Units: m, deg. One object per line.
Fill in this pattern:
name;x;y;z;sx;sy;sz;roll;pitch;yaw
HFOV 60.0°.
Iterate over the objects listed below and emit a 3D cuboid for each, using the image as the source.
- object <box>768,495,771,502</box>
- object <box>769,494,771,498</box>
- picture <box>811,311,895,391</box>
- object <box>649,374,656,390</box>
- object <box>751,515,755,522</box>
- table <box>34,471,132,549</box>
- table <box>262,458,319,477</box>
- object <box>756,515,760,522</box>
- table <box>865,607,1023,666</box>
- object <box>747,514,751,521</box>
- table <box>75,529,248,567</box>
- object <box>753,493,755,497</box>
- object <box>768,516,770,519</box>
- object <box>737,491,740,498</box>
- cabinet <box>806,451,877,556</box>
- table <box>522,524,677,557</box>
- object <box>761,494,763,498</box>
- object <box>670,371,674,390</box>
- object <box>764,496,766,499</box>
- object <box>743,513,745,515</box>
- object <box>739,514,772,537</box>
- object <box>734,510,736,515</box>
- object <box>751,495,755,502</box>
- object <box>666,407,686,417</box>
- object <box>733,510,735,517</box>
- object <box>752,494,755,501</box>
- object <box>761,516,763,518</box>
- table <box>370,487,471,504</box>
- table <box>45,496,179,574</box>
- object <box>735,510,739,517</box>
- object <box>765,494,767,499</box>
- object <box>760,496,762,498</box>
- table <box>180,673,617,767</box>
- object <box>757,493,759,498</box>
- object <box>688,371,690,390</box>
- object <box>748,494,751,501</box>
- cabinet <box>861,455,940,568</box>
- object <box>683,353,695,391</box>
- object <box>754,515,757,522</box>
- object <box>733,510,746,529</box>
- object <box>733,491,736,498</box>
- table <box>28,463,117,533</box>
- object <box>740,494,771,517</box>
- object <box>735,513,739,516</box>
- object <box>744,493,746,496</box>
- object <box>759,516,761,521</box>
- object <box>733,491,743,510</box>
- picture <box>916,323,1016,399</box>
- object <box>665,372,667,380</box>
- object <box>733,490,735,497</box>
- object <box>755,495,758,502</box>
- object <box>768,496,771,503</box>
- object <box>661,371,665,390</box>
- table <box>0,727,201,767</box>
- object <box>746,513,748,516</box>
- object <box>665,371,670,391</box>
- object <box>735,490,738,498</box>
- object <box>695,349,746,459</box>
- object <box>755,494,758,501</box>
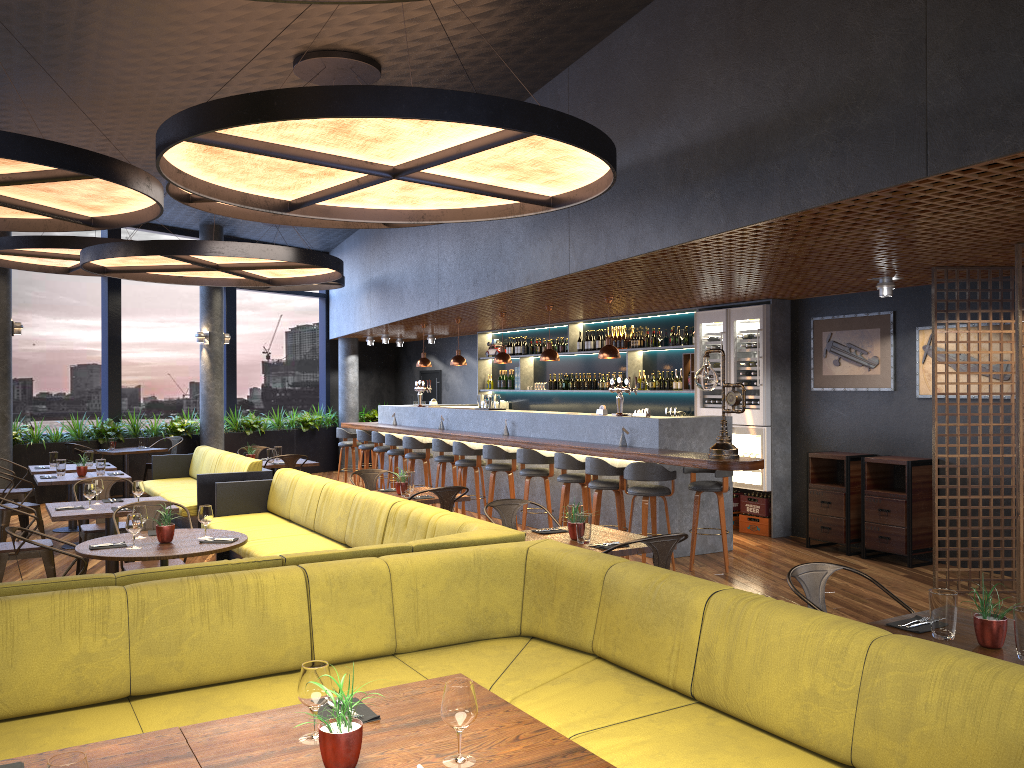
object;2.981;1.389;10.267;0.056;0.205;0.056;0;0;35
object;3.017;1.389;10.356;0.056;0.205;0.057;0;0;-15
picture;3.598;-0.333;9.424;0.028;0.809;1.039;0;0;-31
object;1.895;-0.025;11.926;0.088;0.224;0.088;0;0;29
object;2.797;1.615;10.292;0.056;0.205;0.056;0;0;15
table;-4.693;1.386;9.678;0.887;0.763;0.906;0;0;-31
table;-3.054;1.382;11.393;0.906;0.763;0.887;0;0;-31
object;2.840;1.615;10.241;0.056;0.205;0.056;0;0;-10
table;1.775;1.351;3.277;0.887;0.763;0.906;0;0;-31
object;2.762;1.615;10.349;0.056;0.205;0.056;0;0;40
table;-2.184;1.369;5.573;1.007;0.760;1.007;0;0;7
object;2.861;1.390;10.501;0.056;0.205;0.056;0;0;-25
object;2.982;1.615;10.272;0.056;0.205;0.056;0;0;25
object;2.738;1.391;10.687;0.056;0.205;0.056;0;0;-44
cabinet;3.430;1.232;9.281;0.473;1.007;0.553;0;0;-31
table;0.399;1.360;5.600;0.887;0.763;0.906;0;0;-31
object;2.928;1.389;10.390;0.056;0.205;0.056;0;0;10
object;2.127;-0.041;11.772;0.063;0.254;0.063;0;0;-23
object;2.897;1.389;10.148;0.056;0.205;0.056;0;0;-25
object;2.719;1.616;10.398;0.056;0.205;0.056;0;0;25
object;2.898;1.635;10.331;0.277;0.206;0.416;0;0;-38
object;2.715;1.616;10.839;0.056;0.205;0.056;0;0;26
object;2.802;1.390;10.319;0.056;0.205;0.056;0;0;25
object;2.161;0.553;11.657;0.204;0.492;0.310;0;0;-31
object;2.653;1.616;10.658;0.056;0.205;0.056;0;0;-24
object;2.834;1.390;10.410;0.057;0.205;0.056;0;0;-15
object;2.877;1.615;10.190;0.056;0.205;0.056;0;0;5
table;-0.973;1.369;7.925;0.887;0.763;0.906;0;0;-31
table;-3.281;1.376;7.256;0.906;0.763;0.887;0;0;-31
object;2.717;1.617;10.691;0.057;0.205;0.056;0;0;11
object;2.956;1.389;10.324;0.056;0.205;0.056;0;0;0
object;2.863;1.389;10.204;0.056;0.205;0.056;0;0;15
table;-0.334;1.358;2.382;0.906;0.763;0.887;0;0;-31
object;2.894;1.390;10.443;0.056;0.205;0.056;0;0;-45
object;2.299;-0.108;11.341;0.091;0.369;0.092;0;0;29
object;2.777;1.390;10.382;0.056;0.205;0.056;0;0;-40
cabinet;3.783;1.230;8.682;0.473;1.007;0.553;0;0;-31
object;2.334;-0.154;11.278;0.161;0.475;0.300;0;0;-31
object;2.846;1.615;10.333;0.057;0.205;0.056;0;0;15
object;2.608;1.637;10.820;0.277;0.206;0.416;0;0;-27
object;2.680;1.391;10.668;0.057;0.205;0.056;0;0;21
table;-5.353;1.390;10.794;0.906;0.763;0.887;0;0;-31
object;2.909;1.409;10.340;0.277;0.206;0.416;0;0;-28
object;2.738;1.616;10.776;0.056;0.205;0.056;0;0;-39
object;2.743;1.390;10.437;0.056;0.205;0.056;0;0;35
object;2.909;1.615;10.384;0.056;0.205;0.056;0;0;0
object;2.594;1.411;10.814;0.277;0.206;0.416;0;0;-17
picture;4.257;-0.214;8.307;0.028;0.697;1.039;0;0;-31
object;2.085;-0.041;11.894;0.063;0.254;0.063;0;0;22
object;2.703;1.391;10.814;0.056;0.205;0.056;0;0;36
object;2.835;1.390;10.261;0.056;0.205;0.056;0;0;0
object;2.951;1.389;10.175;0.057;0.205;0.056;0;0;-25
object;2.018;-0.040;11.845;0.063;0.254;0.063;0;0;-3
table;-1.115;1.360;1.922;0.906;0.763;0.887;0;0;-31
object;2.766;1.616;10.437;0.057;0.205;0.056;0;0;0
object;2.060;-0.041;11.723;0.063;0.254;0.063;0;0;22
object;2.715;1.391;10.748;0.056;0.205;0.056;0;0;-29
object;1.808;0.165;7.670;0.263;0.944;0.566;0;0;-38
object;2.857;1.390;10.350;0.057;0.205;0.056;0;0;25
